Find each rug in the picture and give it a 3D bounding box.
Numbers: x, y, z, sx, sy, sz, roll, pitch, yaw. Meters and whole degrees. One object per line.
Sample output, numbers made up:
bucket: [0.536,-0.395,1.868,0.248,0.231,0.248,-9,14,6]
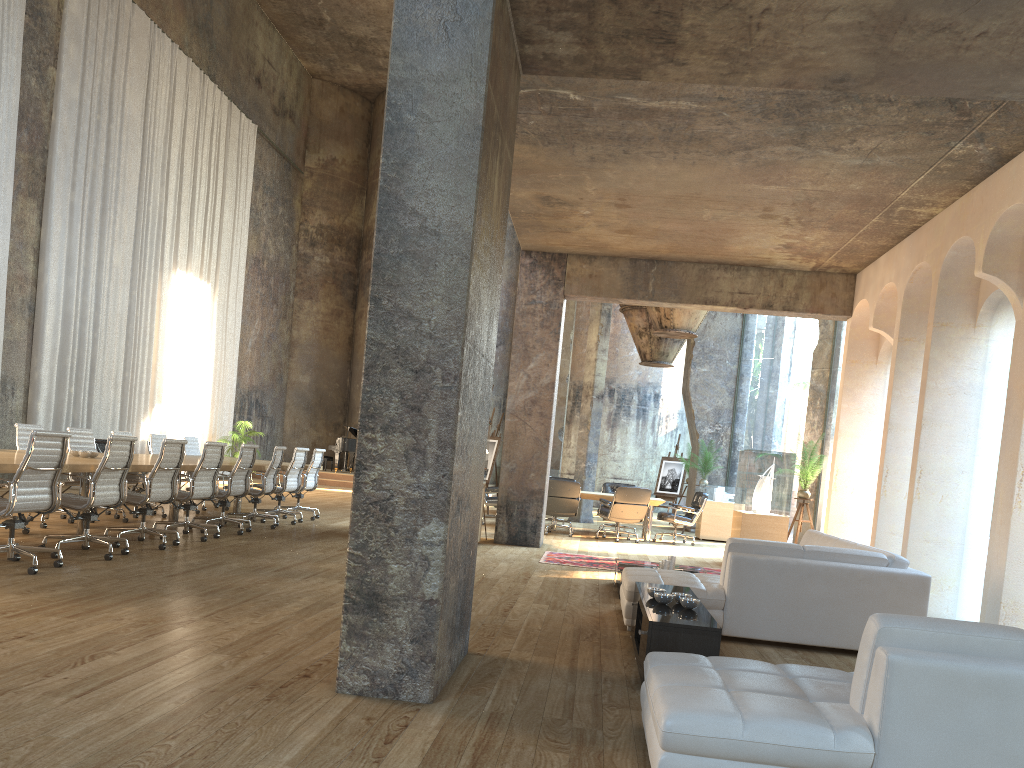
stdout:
rug: [1.582,2.170,10.418,2.459,0.009,1.348,5,-5,5]

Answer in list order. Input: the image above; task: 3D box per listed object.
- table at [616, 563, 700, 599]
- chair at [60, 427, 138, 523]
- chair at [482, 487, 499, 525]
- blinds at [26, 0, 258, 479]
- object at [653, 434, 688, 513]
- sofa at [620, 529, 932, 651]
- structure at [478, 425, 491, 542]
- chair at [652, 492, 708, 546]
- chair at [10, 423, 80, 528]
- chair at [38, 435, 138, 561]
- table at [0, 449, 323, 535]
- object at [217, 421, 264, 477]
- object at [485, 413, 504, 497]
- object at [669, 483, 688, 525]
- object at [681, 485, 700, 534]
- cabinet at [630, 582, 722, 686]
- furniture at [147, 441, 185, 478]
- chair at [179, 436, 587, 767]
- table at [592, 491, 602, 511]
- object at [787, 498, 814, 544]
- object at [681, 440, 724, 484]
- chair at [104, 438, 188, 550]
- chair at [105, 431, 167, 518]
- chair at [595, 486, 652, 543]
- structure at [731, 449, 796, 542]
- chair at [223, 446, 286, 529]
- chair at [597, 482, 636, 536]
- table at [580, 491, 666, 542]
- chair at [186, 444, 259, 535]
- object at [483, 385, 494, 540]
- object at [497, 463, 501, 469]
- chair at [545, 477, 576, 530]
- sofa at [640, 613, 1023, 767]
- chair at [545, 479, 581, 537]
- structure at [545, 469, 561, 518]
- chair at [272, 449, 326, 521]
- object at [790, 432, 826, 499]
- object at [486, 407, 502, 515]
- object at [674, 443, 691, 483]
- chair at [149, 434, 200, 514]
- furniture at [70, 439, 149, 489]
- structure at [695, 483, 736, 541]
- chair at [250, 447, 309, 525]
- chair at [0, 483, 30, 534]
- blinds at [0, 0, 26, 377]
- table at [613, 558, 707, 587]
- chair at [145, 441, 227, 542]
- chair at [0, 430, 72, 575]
table: [1.390,1.865,8.183,0.789,0.203,1.112,5,-5,6]
chair: [-4.684,1.039,10.009,0.697,1.029,0.666,5,1,14]
chair: [-0.256,1.938,14.829,0.820,0.895,0.729,5,0,2]
blinds: [-7.027,-2.393,17.935,0.274,8.669,7.831,6,-1,7]
object: [3.785,2.227,20.755,0.696,2.154,0.686,7,2,34]
sofa: [1.951,1.594,7.484,2.061,0.723,2.933,5,-4,6]
structure: [-0.673,1.248,11.102,0.593,1.553,0.741,6,1,6]
chair: [2.759,2.196,14.539,0.821,0.895,0.729,5,0,0]
chair: [-4.770,0.956,9.133,0.697,1.029,0.665,5,1,11]
chair: [-3.542,0.913,7.296,0.697,1.029,0.665,5,1,9]
table: [-4.072,1.196,9.635,1.599,0.759,7.726,5,-5,6]
object: [-6.407,1.595,20.808,1.092,1.461,1.126,5,0,-3]
object: [-0.489,1.671,18.964,0.680,2.154,0.703,7,2,32]
object: [3.921,2.702,19.609,0.658,0.976,0.569,5,1,0]
object: [3.762,2.471,17.100,0.566,0.975,0.662,6,1,42]
cabinet: [0.928,1.485,5.266,0.395,0.369,1.564,5,-4,6]
furniture: [-6.414,1.595,17.281,0.707,0.843,1.874,5,-4,6]
chair: [-1.619,1.544,12.444,12.934,1.033,31.553,5,-5,6]
table: [1.679,2.814,20.890,1.868,0.548,0.942,5,-3,5]
object: [3.891,2.051,12.094,0.662,0.975,0.566,5,1,-30]
object: [3.703,1.516,17.147,0.857,0.943,0.688,5,0,8]
chair: [-3.457,0.999,8.209,0.697,1.029,0.665,5,1,11]
chair: [-4.602,1.124,10.904,0.697,1.029,0.665,5,1,11]
chair: [1.722,2.047,13.944,0.732,0.895,0.817,5,-1,-21]
structure: [3.303,1.670,11.660,0.593,1.553,0.741,6,1,6]
chair: [-3.195,1.257,10.908,0.698,1.029,0.665,5,1,5]
chair: [1.863,2.185,15.388,0.728,0.895,0.822,5,-1,6]
table: [1.274,2.163,14.682,2.407,0.702,1.106,5,-3,5]
chair: [-3.289,1.168,9.980,0.697,1.029,0.665,5,1,11]
object: [-0.584,1.059,11.979,0.684,2.154,0.699,5,2,5]
object: [-0.026,2.739,26.303,0.909,0.994,0.909,5,-1,17]
chair: [0.756,2.090,15.490,0.727,0.895,0.823,5,-1,12]
sofa: [1.555,1.197,3.301,2.065,0.723,1.072,5,-3,5]
chair: [0.717,1.958,14.006,0.730,0.895,0.820,5,-1,-1]
structure: [0.545,2.198,17.696,0.742,1.018,0.735,5,0,6]
chair: [-3.076,1.416,12.624,0.697,1.029,0.665,5,1,11]
object: [4.041,1.108,12.049,0.688,0.942,0.858,5,-1,-4]
object: [-0.563,1.501,17.074,0.696,2.154,0.687,7,3,38]
object: [3.956,1.751,19.593,0.684,0.942,0.863,5,-1,26]
chair: [-4.517,1.211,11.817,0.697,1.029,0.665,5,1,9]
furniture: [-6.640,1.369,14.904,0.707,0.843,1.874,5,-4,6]
structure: [3.808,2.365,16.082,0.734,1.018,0.743,5,0,6]
chair: [-3.123,1.337,11.761,0.697,1.029,0.666,5,1,14]
chair: [-4.847,0.868,8.203,0.698,1.029,0.665,5,1,5]
blinds: [-7.844,-3.212,9.332,0.274,8.669,7.831,6,-1,7]
table: [1.426,1.879,8.549,0.858,0.247,0.370,5,-3,5]
chair: [-3.375,1.084,9.104,0.697,1.029,0.666,5,1,14]
chair: [-3.634,0.823,6.352,0.697,1.029,0.665,5,1,11]
